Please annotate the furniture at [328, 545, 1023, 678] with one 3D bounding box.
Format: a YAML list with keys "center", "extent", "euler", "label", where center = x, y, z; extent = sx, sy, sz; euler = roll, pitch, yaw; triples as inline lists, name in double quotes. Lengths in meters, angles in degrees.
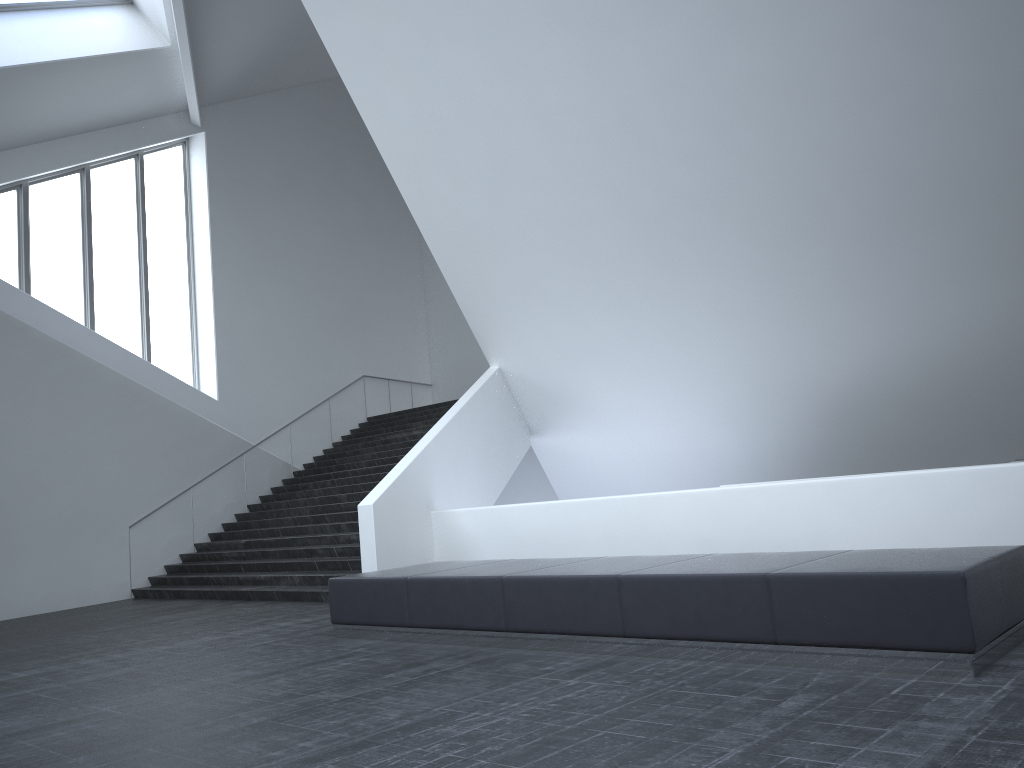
- center: [0.854, 1.762, 7.218]
  extent: [5.742, 0.580, 1.488]
  euler: [-11, -10, 41]
  label: "furniture"
